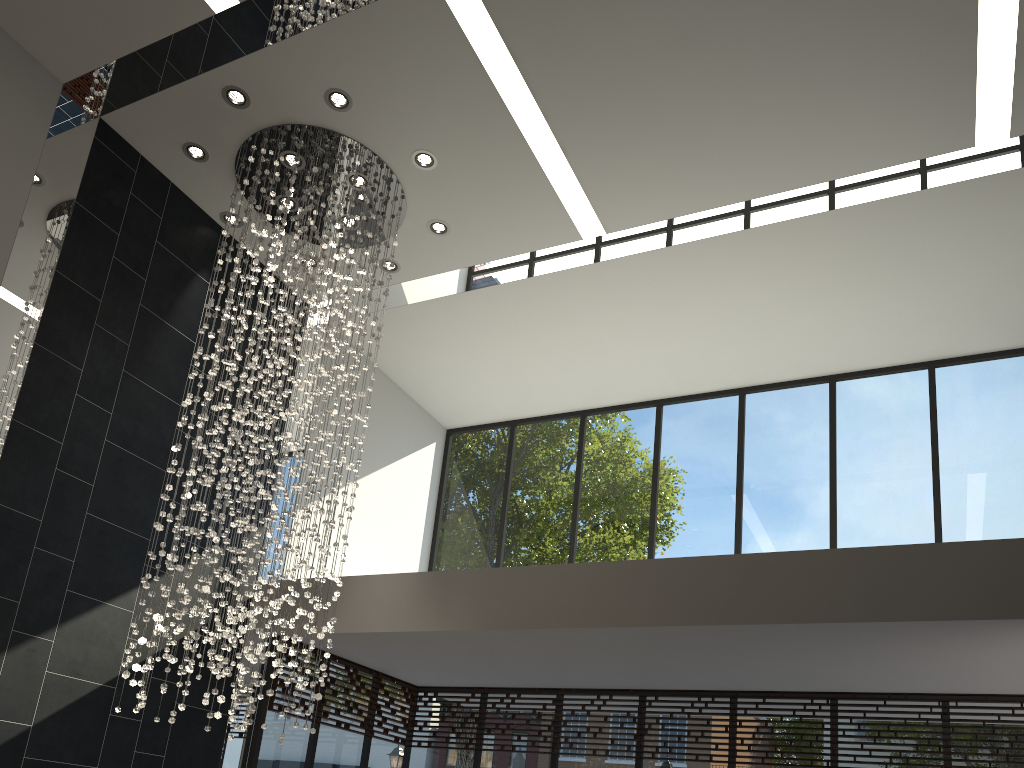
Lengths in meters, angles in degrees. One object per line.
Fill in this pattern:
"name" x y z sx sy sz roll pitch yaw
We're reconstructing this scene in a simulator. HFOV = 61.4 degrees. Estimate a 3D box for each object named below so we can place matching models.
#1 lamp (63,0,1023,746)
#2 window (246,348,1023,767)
"lamp" 1.759 -41.827 11.854 415.709 105.593 416.877 24 -33 -31
"window" 1.168 2.177 7.201 6.201 5.548 2.518 -6 -23 27
